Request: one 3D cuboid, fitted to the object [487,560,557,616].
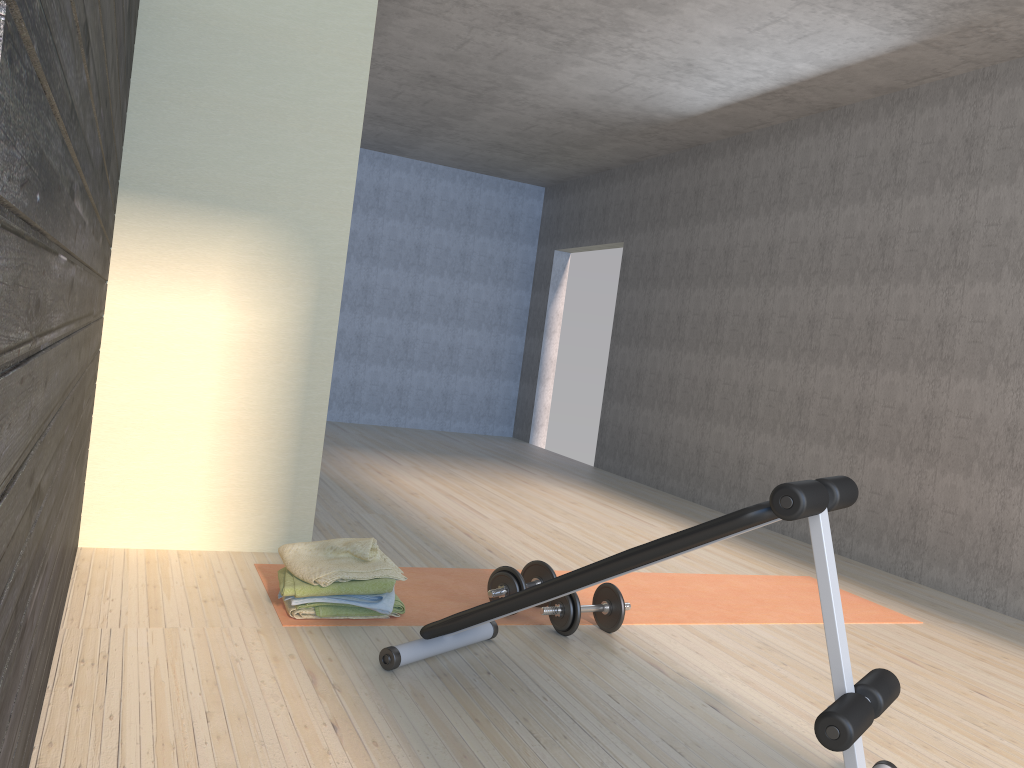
[{"bbox_3d":[0.041,0.749,3.271,0.176,0.176,0.385,9,3,38],"label":"object"}]

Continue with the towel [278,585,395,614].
[{"bbox_3d":[-0.594,0.697,3.066,0.383,0.078,0.383,7,2,-7],"label":"towel"}]

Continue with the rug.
[{"bbox_3d":[0.403,0.875,3.676,2.779,0.002,0.716,7,2,-24],"label":"rug"}]

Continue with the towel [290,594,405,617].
[{"bbox_3d":[-0.591,0.722,3.090,0.380,0.081,0.367,6,2,-26],"label":"towel"}]

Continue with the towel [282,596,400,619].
[{"bbox_3d":[-0.614,0.742,3.090,0.376,0.044,0.371,6,2,-25],"label":"towel"}]

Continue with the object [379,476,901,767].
[{"bbox_3d":[0.331,0.539,2.353,1.312,0.746,0.505,9,3,36],"label":"object"}]

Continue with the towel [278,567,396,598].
[{"bbox_3d":[-0.608,0.659,3.046,0.376,0.085,0.371,7,2,-19],"label":"towel"}]

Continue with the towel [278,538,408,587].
[{"bbox_3d":[-0.589,0.606,3.069,0.384,0.123,0.373,6,3,-40],"label":"towel"}]

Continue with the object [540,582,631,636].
[{"bbox_3d":[0.264,0.794,3.132,0.385,0.176,0.176,6,3,-32],"label":"object"}]
